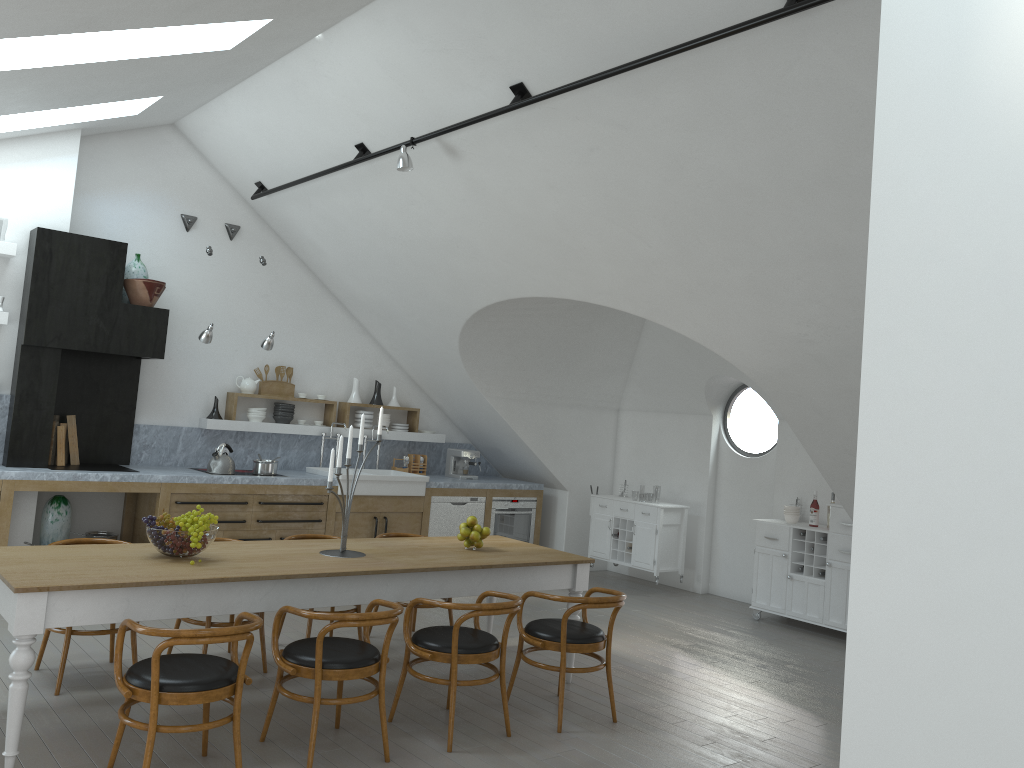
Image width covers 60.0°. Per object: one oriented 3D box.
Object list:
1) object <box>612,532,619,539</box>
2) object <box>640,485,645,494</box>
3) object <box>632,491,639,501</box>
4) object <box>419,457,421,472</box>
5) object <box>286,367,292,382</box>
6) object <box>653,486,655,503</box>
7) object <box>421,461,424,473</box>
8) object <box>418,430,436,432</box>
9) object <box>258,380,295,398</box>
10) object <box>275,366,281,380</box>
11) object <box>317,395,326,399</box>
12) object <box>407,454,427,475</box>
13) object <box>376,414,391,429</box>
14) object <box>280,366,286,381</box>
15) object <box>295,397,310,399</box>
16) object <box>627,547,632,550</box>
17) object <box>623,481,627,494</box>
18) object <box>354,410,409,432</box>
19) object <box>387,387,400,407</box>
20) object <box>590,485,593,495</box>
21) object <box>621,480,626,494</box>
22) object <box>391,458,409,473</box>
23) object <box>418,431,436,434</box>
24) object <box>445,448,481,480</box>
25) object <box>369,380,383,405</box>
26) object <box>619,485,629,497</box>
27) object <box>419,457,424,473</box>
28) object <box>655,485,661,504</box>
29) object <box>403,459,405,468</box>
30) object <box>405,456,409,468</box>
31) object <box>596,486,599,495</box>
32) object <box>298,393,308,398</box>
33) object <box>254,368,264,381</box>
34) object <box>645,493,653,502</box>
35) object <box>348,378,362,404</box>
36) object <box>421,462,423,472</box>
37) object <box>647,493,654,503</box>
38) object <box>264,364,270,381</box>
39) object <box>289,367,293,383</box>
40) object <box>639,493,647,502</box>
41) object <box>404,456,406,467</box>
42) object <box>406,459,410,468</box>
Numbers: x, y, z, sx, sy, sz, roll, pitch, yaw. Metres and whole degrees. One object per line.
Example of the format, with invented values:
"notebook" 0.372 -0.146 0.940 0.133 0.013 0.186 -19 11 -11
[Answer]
"object" 1.189 1.625 9.509 0.316 0.085 0.082 7 -4 -38
"object" 1.390 1.169 9.472 0.048 0.170 0.048 2 -5 38
"object" 1.311 1.193 9.442 0.081 0.105 0.081 6 -4 -26
"object" -1.017 0.907 9.850 0.018 0.196 0.023 7 -5 -32
"object" -2.261 -0.025 8.916 0.067 0.298 0.039 8 -5 -39
"object" 1.522 1.172 9.410 0.054 0.179 0.054 3 -4 28
"object" -0.995 0.909 9.848 0.022 0.196 0.019 8 -5 -38
"object" -0.958 0.538 9.956 0.213 0.025 0.213 3 -3 38
"object" -2.348 0.044 8.854 0.353 0.158 0.084 7 -4 -39
"object" -2.347 -0.035 8.868 0.061 0.300 0.040 8 -5 -41
"object" -1.966 0.140 9.148 0.098 0.049 0.098 7 -4 -42
"object" -1.055 0.893 9.832 0.200 0.223 0.104 7 -5 -39
"object" -1.387 0.402 9.561 0.157 0.160 0.154 5 -3 -11
"object" -2.308 -0.031 8.874 0.057 0.300 0.019 8 -5 -39
"object" -2.133 0.144 9.011 0.163 0.012 0.163 6 -3 -22
"object" 1.335 1.734 9.372 0.316 0.083 0.082 7 -4 -39
"object" 1.256 1.160 9.869 0.024 0.164 0.039 7 -4 -26
"object" -1.403 0.404 9.579 0.655 0.196 0.198 7 -4 -40
"object" -1.286 0.138 9.707 0.156 0.219 0.155 3 -4 32
"object" 0.908 1.268 9.905 0.088 0.269 0.029 3 -4 24
"object" 1.248 1.159 9.903 0.054 0.175 0.039 8 -5 -39
"object" -1.221 0.898 9.682 0.172 0.172 0.100 7 -4 -37
"object" -0.959 0.547 9.955 0.213 0.025 0.213 3 -3 38
"object" -0.498 0.898 9.879 0.323 0.321 0.386 7 -4 -39
"object" -1.451 0.093 9.560 0.156 0.269 0.156 7 -4 -35
"object" 1.247 1.194 9.890 0.066 0.138 0.101 8 -5 -39
"object" -1.004 0.904 9.823 0.040 0.193 0.042 4 -4 11
"object" 1.535 1.167 9.347 0.063 0.187 0.063 2 -5 36
"object" -1.179 0.896 9.667 0.019 0.179 0.044 4 -4 16
"object" -1.150 0.886 9.675 0.040 0.193 0.042 5 -4 -3
"object" 0.942 1.269 9.863 0.029 0.269 0.088 6 -4 -13
"object" -2.131 0.120 9.013 0.098 0.049 0.098 7 -4 -42
"object" -2.467 -0.032 8.767 0.199 0.259 0.016 7 -4 -29
"object" 1.461 1.213 9.458 0.094 0.094 0.093 2 -4 38
"object" -1.656 0.069 9.397 0.156 0.269 0.156 2 -5 39
"object" -1.000 0.908 9.839 0.018 0.196 0.020 6 -4 -17
"object" 1.463 1.206 9.367 0.071 0.099 0.071 6 -4 -16
"object" -2.439 -0.046 8.793 0.055 0.300 0.027 8 -5 -39
"object" -2.244 -0.022 8.953 0.057 0.294 0.030 8 -5 -39
"object" 1.388 1.208 9.403 0.077 0.085 0.077 2 -4 38
"object" -1.181 0.885 9.713 0.040 0.193 0.042 5 -4 -2
"object" -1.147 0.899 9.688 0.044 0.179 0.019 2 -5 35
